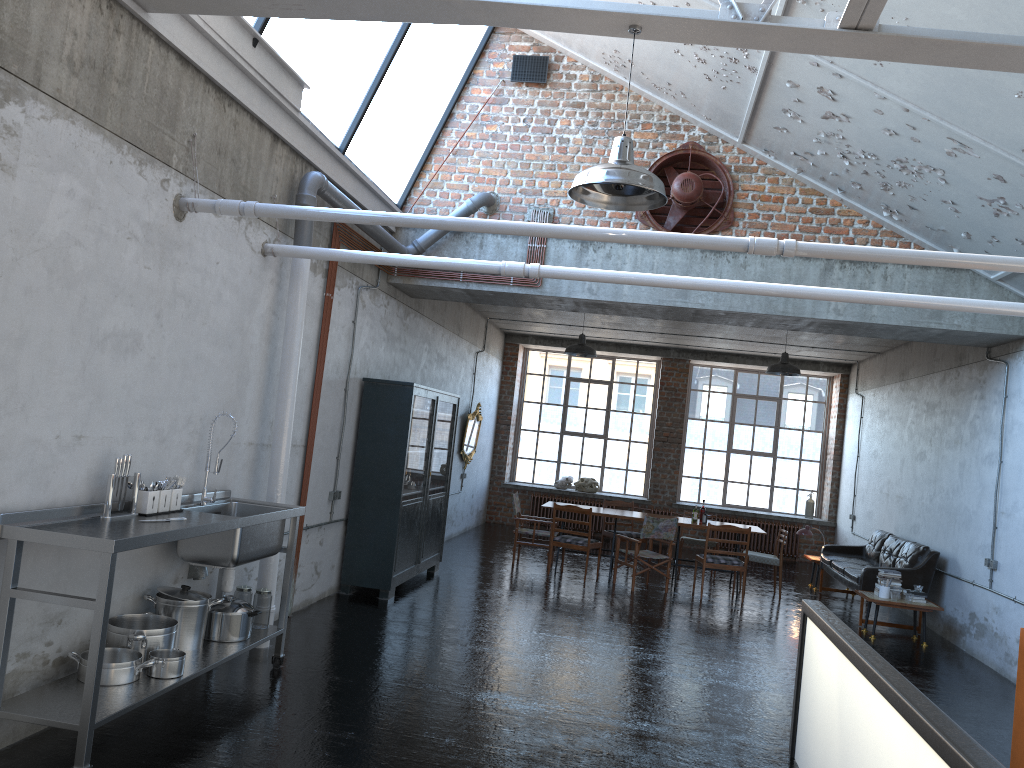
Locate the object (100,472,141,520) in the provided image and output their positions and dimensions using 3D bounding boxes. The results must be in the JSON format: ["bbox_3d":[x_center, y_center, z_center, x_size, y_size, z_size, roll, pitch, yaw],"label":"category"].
[{"bbox_3d":[-2.258,0.647,5.139,0.067,0.260,0.322,6,-3,9],"label":"object"}]

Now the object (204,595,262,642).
[{"bbox_3d":[-1.961,1.597,6.097,0.367,0.278,0.395,9,-4,-39],"label":"object"}]

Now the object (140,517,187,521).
[{"bbox_3d":[-2.028,0.792,5.159,0.045,0.022,0.327,5,-3,28],"label":"object"}]

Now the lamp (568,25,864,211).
[{"bbox_3d":[1.924,-1.692,6.560,0.945,2.025,5.320,5,-3,27],"label":"lamp"}]

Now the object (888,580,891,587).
[{"bbox_3d":[4.343,2.341,10.230,0.052,0.185,0.009,6,-3,11],"label":"object"}]

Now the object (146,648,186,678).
[{"bbox_3d":[-1.995,1.614,5.118,0.202,0.115,0.253,4,-4,36],"label":"object"}]

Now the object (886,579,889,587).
[{"bbox_3d":[4.330,2.359,10.249,0.037,0.204,0.023,9,-4,-42],"label":"object"}]

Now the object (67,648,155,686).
[{"bbox_3d":[-2.242,1.576,4.950,0.404,0.124,0.323,4,-4,36],"label":"object"}]

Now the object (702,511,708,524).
[{"bbox_3d":[2.741,1.889,12.589,0.051,0.180,0.097,7,-3,-19],"label":"object"}]

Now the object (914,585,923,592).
[{"bbox_3d":[4.700,2.368,10.260,0.103,0.068,0.103,7,-3,-18],"label":"object"}]

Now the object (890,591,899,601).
[{"bbox_3d":[4.349,2.416,10.085,0.092,0.099,0.092,7,-3,-13],"label":"object"}]

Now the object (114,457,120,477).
[{"bbox_3d":[-2.254,0.475,5.055,0.019,0.114,0.027,6,-3,4],"label":"object"}]

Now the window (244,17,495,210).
[{"bbox_3d":[-1.344,-3.375,6.217,0.994,2.404,8.048,6,-3,9],"label":"window"}]

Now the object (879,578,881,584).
[{"bbox_3d":[4.267,2.353,10.252,0.046,0.202,0.023,3,-4,45],"label":"object"}]

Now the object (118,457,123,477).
[{"bbox_3d":[-2.249,0.478,5.089,0.019,0.114,0.027,6,-3,4],"label":"object"}]

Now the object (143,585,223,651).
[{"bbox_3d":[-2.142,1.502,5.747,0.346,0.394,0.392,4,-4,33],"label":"object"}]

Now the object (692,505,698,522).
[{"bbox_3d":[2.630,1.852,12.697,0.070,0.235,0.041,6,-3,9],"label":"object"}]

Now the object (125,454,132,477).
[{"bbox_3d":[-2.236,0.475,5.171,0.022,0.132,0.033,6,-3,5],"label":"object"}]

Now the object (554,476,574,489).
[{"bbox_3d":[1.067,2.027,18.241,0.281,0.281,0.575,4,-4,35],"label":"object"}]

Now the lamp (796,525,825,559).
[{"bbox_3d":[4.655,2.450,13.756,0.496,0.492,0.220,6,-3,1],"label":"lamp"}]

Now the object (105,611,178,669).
[{"bbox_3d":[-2.238,1.547,5.342,0.403,0.231,0.505,5,-3,21],"label":"object"}]

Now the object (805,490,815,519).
[{"bbox_3d":[5.891,2.377,17.524,0.172,0.551,0.172,9,-4,-37],"label":"object"}]

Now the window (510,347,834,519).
[{"bbox_3d":[7.289,3.038,17.970,19.864,12.900,0.747,6,-3,9],"label":"window"}]

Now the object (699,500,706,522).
[{"bbox_3d":[2.739,1.822,12.723,0.075,0.324,0.075,4,-4,34],"label":"object"}]

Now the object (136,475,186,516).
[{"bbox_3d":[-2.200,0.683,5.513,0.166,0.234,0.454,6,-3,11],"label":"object"}]

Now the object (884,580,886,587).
[{"bbox_3d":[4.311,2.349,10.260,0.009,0.167,0.061,5,-3,21],"label":"object"}]

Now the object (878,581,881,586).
[{"bbox_3d":[4.278,2.362,10.235,0.137,0.190,0.009,6,-3,12],"label":"object"}]

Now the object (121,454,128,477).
[{"bbox_3d":[-2.242,0.472,5.129,0.022,0.132,0.033,6,-3,5],"label":"object"}]

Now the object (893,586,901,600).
[{"bbox_3d":[4.415,2.400,10.182,0.087,0.155,0.087,7,-3,-18],"label":"object"}]

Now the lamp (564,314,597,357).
[{"bbox_3d":[1.073,-0.875,13.301,0.502,0.891,0.502,5,-3,13],"label":"lamp"}]

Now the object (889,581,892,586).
[{"bbox_3d":[4.340,2.348,10.217,0.062,0.169,0.009,6,-3,9],"label":"object"}]

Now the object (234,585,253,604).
[{"bbox_3d":[-1.964,1.606,6.452,0.130,0.285,0.130,6,-3,-5],"label":"object"}]

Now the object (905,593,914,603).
[{"bbox_3d":[4.509,2.432,10.060,0.092,0.099,0.092,7,-3,-13],"label":"object"}]

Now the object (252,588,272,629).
[{"bbox_3d":[-1.814,1.621,6.428,0.130,0.285,0.130,6,-3,-5],"label":"object"}]

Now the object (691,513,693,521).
[{"bbox_3d":[2.638,1.895,12.810,0.077,0.173,0.077,7,-3,-5],"label":"object"}]

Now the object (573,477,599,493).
[{"bbox_3d":[1.500,2.055,18.109,0.418,0.305,0.625,7,-3,-17],"label":"object"}]

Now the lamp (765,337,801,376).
[{"bbox_3d":[3.969,-0.584,12.840,0.502,0.891,0.502,5,-3,13],"label":"lamp"}]

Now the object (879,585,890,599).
[{"bbox_3d":[4.291,2.399,10.217,0.110,0.137,0.110,6,-3,9],"label":"object"}]
